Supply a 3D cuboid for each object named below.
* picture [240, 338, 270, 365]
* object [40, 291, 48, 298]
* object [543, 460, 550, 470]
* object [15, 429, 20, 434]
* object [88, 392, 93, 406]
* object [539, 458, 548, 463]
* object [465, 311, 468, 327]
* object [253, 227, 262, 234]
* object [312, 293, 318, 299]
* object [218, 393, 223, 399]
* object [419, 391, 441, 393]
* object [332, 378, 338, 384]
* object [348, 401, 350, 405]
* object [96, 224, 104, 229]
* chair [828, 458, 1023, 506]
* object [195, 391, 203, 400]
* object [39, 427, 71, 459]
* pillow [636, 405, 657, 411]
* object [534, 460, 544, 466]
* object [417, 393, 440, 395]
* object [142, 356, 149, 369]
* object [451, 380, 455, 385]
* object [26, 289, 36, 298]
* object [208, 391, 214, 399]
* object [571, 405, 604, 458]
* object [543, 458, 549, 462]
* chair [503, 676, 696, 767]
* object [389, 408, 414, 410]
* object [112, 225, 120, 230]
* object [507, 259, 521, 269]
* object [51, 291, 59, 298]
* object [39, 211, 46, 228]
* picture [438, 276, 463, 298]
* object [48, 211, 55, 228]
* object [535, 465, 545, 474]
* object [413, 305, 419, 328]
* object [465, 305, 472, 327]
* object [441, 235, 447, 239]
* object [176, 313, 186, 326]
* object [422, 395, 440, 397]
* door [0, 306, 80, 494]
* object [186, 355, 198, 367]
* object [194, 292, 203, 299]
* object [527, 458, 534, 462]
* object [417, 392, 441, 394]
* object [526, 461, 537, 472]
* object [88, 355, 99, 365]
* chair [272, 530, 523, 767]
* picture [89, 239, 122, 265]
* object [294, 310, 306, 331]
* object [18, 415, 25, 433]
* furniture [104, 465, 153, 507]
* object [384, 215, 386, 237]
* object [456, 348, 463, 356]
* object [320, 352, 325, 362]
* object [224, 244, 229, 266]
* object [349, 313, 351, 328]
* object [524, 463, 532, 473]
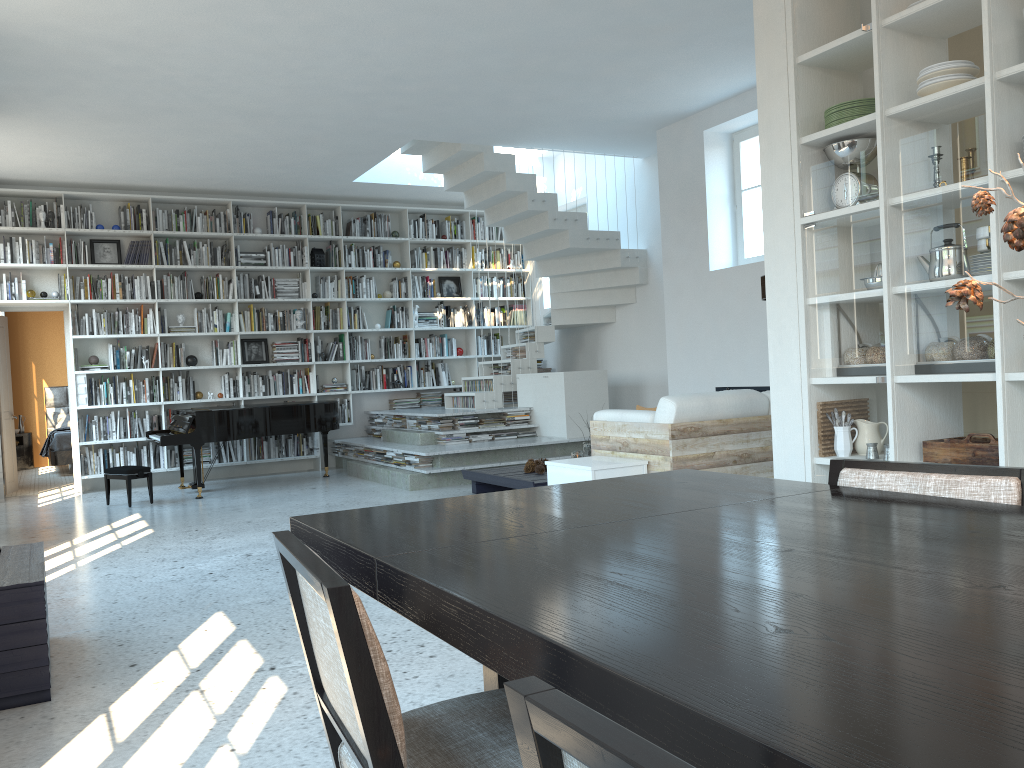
[{"bbox_3d":[-2.972,-0.376,10.261,0.300,0.300,0.077,-3,1,-28],"label":"picture"},{"bbox_3d":[-4.852,-0.923,9.190,0.071,0.072,0.071,-2,1,40],"label":"object"},{"bbox_3d":[0.298,0.681,7.434,0.106,0.086,0.091,-3,1,-14],"label":"object"},{"bbox_3d":[-7.111,0.682,12.698,0.118,0.061,0.118,-3,1,-20],"label":"object"},{"bbox_3d":[-4.414,0.158,9.279,0.045,0.146,0.045,-3,1,11],"label":"object"},{"bbox_3d":[0.267,0.674,7.495,0.099,0.102,0.097,-2,1,32],"label":"object"},{"bbox_3d":[-0.614,-0.832,11.445,0.022,0.212,0.179,-4,1,-28],"label":"object"},{"bbox_3d":[-2.924,-1.749,10.185,0.104,0.106,0.105,-2,1,40],"label":"object"},{"bbox_3d":[-2.322,-1.036,10.434,0.071,0.072,0.071,-3,1,21],"label":"object"},{"bbox_3d":[-3.281,0.132,9.978,0.061,0.062,0.061,-3,1,21],"label":"object"},{"bbox_3d":[-1.053,0.105,11.213,0.285,0.005,0.159,-3,1,-23],"label":"object"},{"bbox_3d":[-2.109,-0.041,10.543,0.071,0.072,0.071,-3,1,21],"label":"object"},{"bbox_3d":[-1.961,0.331,10.643,0.011,0.260,0.142,-4,1,-28],"label":"object"},{"bbox_3d":[-4.379,-1.654,9.424,0.082,0.083,0.082,-2,1,40],"label":"object"},{"bbox_3d":[0.694,0.573,1.733,0.570,0.782,0.480,-4,1,-38],"label":"chair"},{"bbox_3d":[-3.500,0.129,9.910,0.091,0.092,0.091,-2,1,40],"label":"object"},{"bbox_3d":[-5.806,0.696,12.434,1.480,0.540,1.450,-3,1,-29],"label":"object"},{"bbox_3d":[0.890,0.283,5.310,0.200,0.339,0.463,-4,1,-34],"label":"pillow"},{"bbox_3d":[0.218,0.678,7.387,0.094,0.108,0.108,-2,1,30],"label":"object"},{"bbox_3d":[-1.057,0.127,11.224,0.254,0.006,0.161,-3,1,-28],"label":"object"},{"bbox_3d":[-3.932,-0.234,9.513,0.081,0.140,0.044,-4,2,-44],"label":"object"},{"bbox_3d":[-0.764,-0.018,11.364,0.071,0.072,0.071,-3,1,21],"label":"object"},{"bbox_3d":[-4.932,-0.926,9.093,0.087,0.088,0.087,-3,1,21],"label":"object"},{"bbox_3d":[-3.364,0.121,9.907,0.060,0.095,0.078,-3,1,-11],"label":"object"},{"bbox_3d":[0.633,0.430,7.332,0.309,0.522,0.435,-3,1,2],"label":"object"},{"bbox_3d":[0.297,0.679,7.551,0.078,0.101,0.086,-2,1,36],"label":"object"},{"bbox_3d":[0.369,0.602,0.625,0.570,0.782,0.480,-4,1,-28],"label":"chair"},{"bbox_3d":[-1.340,0.307,11.059,0.345,0.007,0.193,-3,1,-33],"label":"object"},{"bbox_3d":[-4.240,-1.662,9.498,0.082,0.083,0.082,-2,1,40],"label":"object"},{"bbox_3d":[0.029,-1.566,11.647,0.203,0.137,0.095,-3,1,-12],"label":"object"},{"bbox_3d":[-4.749,-0.929,9.222,0.071,0.072,0.071,-2,1,40],"label":"object"},{"bbox_3d":[-4.803,-1.673,9.073,0.067,0.198,0.067,-3,1,14],"label":"object"},{"bbox_3d":[-0.791,-1.236,11.422,0.300,0.300,0.077,-3,1,-28],"label":"picture"},{"bbox_3d":[-4.731,-1.677,9.111,0.067,0.198,0.067,-3,1,14],"label":"object"},{"bbox_3d":[0.228,0.691,7.157,0.081,0.083,0.098,-3,1,-23],"label":"object"},{"bbox_3d":[-1.189,-0.832,10.962,0.087,0.288,0.075,-3,1,7],"label":"object"},{"bbox_3d":[-0.552,-0.869,11.321,0.087,0.288,0.075,-3,1,7],"label":"object"},{"bbox_3d":[-0.859,-1.850,11.220,0.071,0.072,0.071,-3,1,21],"label":"object"},{"bbox_3d":[-3.671,-0.713,9.834,0.095,0.157,0.121,-3,1,-14],"label":"object"},{"bbox_3d":[-1.058,0.154,11.223,0.254,0.006,0.161,-3,1,-28],"label":"object"},{"bbox_3d":[-5.232,0.187,9.627,0.833,1.981,0.786,-4,1,-28],"label":"door"},{"bbox_3d":[-3.565,-0.255,9.865,0.133,0.135,0.134,-3,1,21],"label":"object"},{"bbox_3d":[-3.495,-0.977,9.883,0.097,0.098,0.097,-3,1,21],"label":"object"},{"bbox_3d":[0.163,0.672,7.441,0.090,0.106,0.097,-3,1,-7],"label":"object"},{"bbox_3d":[-1.058,0.116,11.224,0.285,0.005,0.159,-3,1,-28],"label":"object"},{"bbox_3d":[0.152,0.687,7.359,0.114,0.101,0.110,-2,1,44],"label":"object"},{"bbox_3d":[-4.435,-0.250,9.404,0.105,0.106,0.105,-2,1,40],"label":"object"},{"bbox_3d":[-0.021,0.614,1.353,0.570,0.782,0.480,-3,1,-23],"label":"chair"},{"bbox_3d":[-4.362,-1.405,9.526,0.300,0.300,0.077,-3,1,-28],"label":"picture"},{"bbox_3d":[-2.473,-0.738,10.313,0.138,0.244,0.137,-2,1,28],"label":"object"},{"bbox_3d":[-7.095,0.577,12.819,0.091,0.268,0.091,-3,1,18],"label":"object"},{"bbox_3d":[-3.493,0.923,8.080,0.467,0.353,0.239,-2,1,37],"label":"furniture"},{"bbox_3d":[-1.589,-1.923,10.945,0.006,0.298,0.129,-4,1,-28],"label":"object"},{"bbox_3d":[-0.681,-0.411,11.383,0.115,0.116,0.115,-2,1,40],"label":"object"},{"bbox_3d":[-2.223,-0.319,10.416,0.054,0.113,0.079,-4,1,-29],"label":"object"},{"bbox_3d":[-3.192,-1.439,9.930,0.075,0.255,0.075,-2,2,41],"label":"object"},{"bbox_3d":[-1.977,-0.752,10.731,0.013,0.208,0.140,-4,1,-28],"label":"object"},{"bbox_3d":[0.132,0.698,7.286,0.082,0.085,0.082,-3,1,-13],"label":"object"}]
